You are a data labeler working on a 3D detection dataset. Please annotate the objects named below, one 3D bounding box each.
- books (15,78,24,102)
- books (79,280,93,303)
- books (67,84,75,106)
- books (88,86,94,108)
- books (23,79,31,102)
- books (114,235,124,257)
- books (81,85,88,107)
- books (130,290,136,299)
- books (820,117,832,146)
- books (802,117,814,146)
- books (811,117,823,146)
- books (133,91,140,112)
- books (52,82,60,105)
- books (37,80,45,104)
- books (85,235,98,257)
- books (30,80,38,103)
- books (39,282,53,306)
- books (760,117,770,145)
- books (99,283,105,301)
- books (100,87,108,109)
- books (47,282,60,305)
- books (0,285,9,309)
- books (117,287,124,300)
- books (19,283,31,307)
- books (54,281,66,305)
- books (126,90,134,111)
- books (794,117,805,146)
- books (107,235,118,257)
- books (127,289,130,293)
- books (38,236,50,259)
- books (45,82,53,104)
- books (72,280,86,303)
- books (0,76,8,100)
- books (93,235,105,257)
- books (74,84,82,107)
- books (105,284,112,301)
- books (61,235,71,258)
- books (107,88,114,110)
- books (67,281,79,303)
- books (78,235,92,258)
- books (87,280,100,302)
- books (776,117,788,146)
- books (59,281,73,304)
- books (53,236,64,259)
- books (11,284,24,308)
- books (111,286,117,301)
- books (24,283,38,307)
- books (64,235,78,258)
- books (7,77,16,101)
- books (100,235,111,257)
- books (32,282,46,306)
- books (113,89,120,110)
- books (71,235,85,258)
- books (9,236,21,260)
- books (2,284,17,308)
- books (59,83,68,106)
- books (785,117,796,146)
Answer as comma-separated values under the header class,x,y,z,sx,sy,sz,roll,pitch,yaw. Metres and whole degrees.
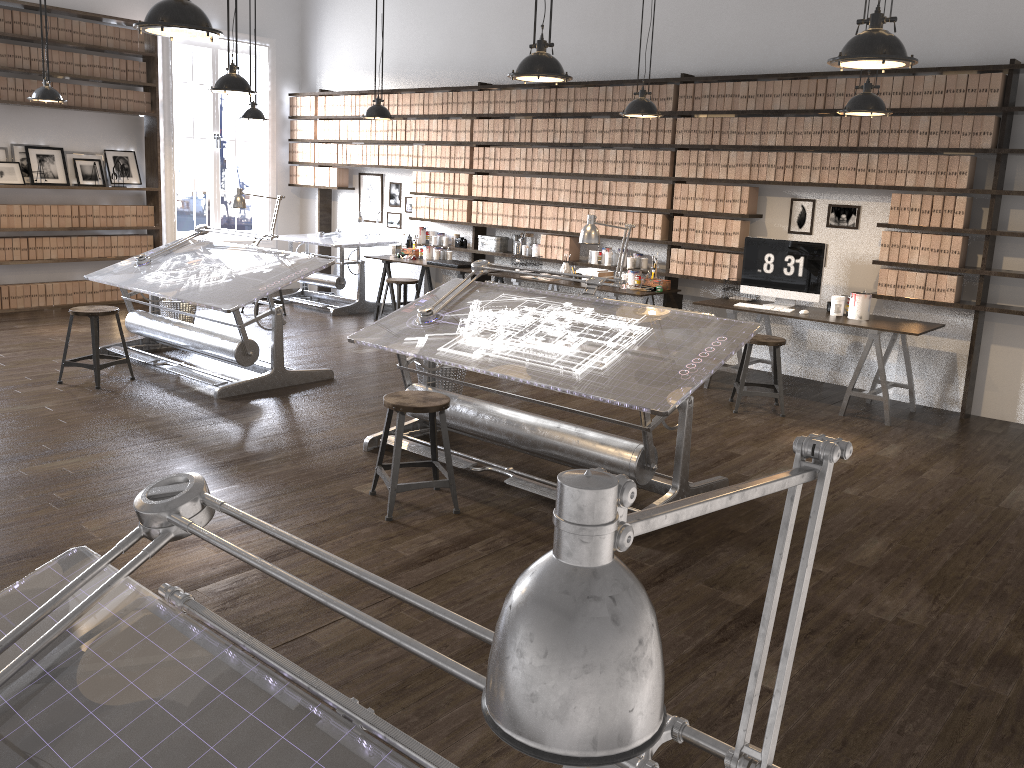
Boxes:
class,x,y,z,sx,sy,sz,roll,pitch,yaw
books,-4.881,-2.889,8.716,0.175,0.223,0.067,12,14,39
books,-4.586,-0.999,9.532,0.175,0.224,0.067,12,14,39
books,-4.567,-2.962,9.091,0.175,0.223,0.067,12,14,39
books,-4.433,-2.992,9.245,0.175,0.223,0.067,12,14,39
books,-4.834,-2.900,8.770,0.175,0.224,0.067,12,14,39
books,-4.334,-1.520,9.718,0.175,0.223,0.067,12,14,39
books,-4.473,-2.981,9.192,0.175,0.224,0.067,12,14,39
books,-4.278,-1.070,9.900,0.175,0.223,0.067,12,14,39
books,2.428,-1.918,6.756,0.067,0.224,0.175,11,14,39
books,2.320,-1.945,6.850,0.067,0.223,0.175,11,14,39
books,2.373,-1.931,6.802,0.067,0.223,0.175,11,14,39
books,-4.116,-3.062,9.607,0.175,0.224,0.067,12,14,39
books,-4.659,-2.942,8.984,0.175,0.223,0.067,12,14,39
books,-4.756,-2.920,8.872,0.175,0.223,0.067,12,14,39
books,-4.517,-1.479,9.504,0.175,0.223,0.067,12,14,39
books,-4.796,-2.910,8.821,0.175,0.223,0.067,12,14,39
books,-4.853,-0.939,9.221,0.175,0.224,0.067,12,14,39
books,2.058,-2.008,7.069,0.067,0.223,0.175,11,14,39
books,-4.501,-1.019,9.637,0.175,0.223,0.067,12,14,39
books,-4.343,-3.011,9.345,0.175,0.224,0.067,12,14,39
books,-4.808,-0.949,9.277,0.175,0.223,0.067,12,14,39
books,-5.126,-0.877,8.903,0.175,0.224,0.067,12,14,39
books,-4.369,-1.049,9.792,0.175,0.223,0.067,12,14,39
books,-4.994,-0.906,9.055,0.175,0.224,0.067,12,14,39
books,-4.768,-0.959,9.326,0.175,0.223,0.067,12,14,39
books,-4.159,-3.052,9.557,0.175,0.223,0.067,12,14,39
books,2.269,-1.958,6.897,0.067,0.223,0.175,11,14,39
books,-4.379,-1.509,9.662,0.175,0.224,0.067,12,14,39
books,-4.320,-1.059,9.843,0.175,0.223,0.067,12,14,39
books,-4.834,-1.406,9.129,0.175,0.223,0.067,12,14,39
books,-4.703,-2.930,8.924,0.175,0.224,0.067,12,14,39
books,-4.635,-0.989,9.482,0.175,0.223,0.067,12,14,39
books,-4.978,-2.870,8.613,0.175,0.223,0.067,12,14,39
books,-4.475,-1.490,9.560,0.175,0.223,0.067,12,14,39
books,-4.521,-2.973,9.145,0.175,0.223,0.067,12,14,39
books,-4.454,-1.028,9.684,0.175,0.224,0.067,12,14,39
books,-4.701,-1.438,9.292,0.175,0.223,0.067,12,14,39
books,-4.300,-3.022,9.401,0.175,0.223,0.067,12,14,39
books,-4.681,-0.979,9.430,0.175,0.223,0.067,12,14,39
books,-4.561,-1.468,9.448,0.175,0.223,0.067,12,14,39
books,-4.541,-1.009,9.588,0.175,0.223,0.067,12,14,39
books,2.159,-1.983,6.981,0.067,0.224,0.175,11,14,39
books,-4.721,-0.968,9.373,0.175,0.224,0.067,12,14,39
books,-4.748,-1.428,9.241,0.175,0.223,0.067,12,14,39
books,-5.038,-0.898,9.010,0.175,0.223,0.067,12,14,39
books,-4.415,-1.039,9.739,0.175,0.223,0.067,12,14,39
books,-4.947,-0.917,9.110,0.175,0.223,0.067,12,14,39
books,-4.652,-1.449,9.348,0.175,0.223,0.067,12,14,39
books,-4.930,-2.879,8.663,0.175,0.223,0.067,12,14,39
books,-4.428,-1.500,9.611,0.175,0.223,0.067,12,14,39
books,-4.903,-0.928,9.166,0.175,0.223,0.067,12,14,39
books,-4.256,-3.033,9.455,0.175,0.223,0.067,12,14,39
books,-4.608,-1.457,9.393,0.175,0.224,0.067,12,14,39
books,-5.021,-1.365,8.915,0.175,0.223,0.067,12,14,39
books,-5.082,-0.889,8.962,0.175,0.223,0.067,12,14,39
books,-4.609,-2.951,9.035,0.175,0.223,0.067,12,14,39
books,2.215,-1.970,6.940,0.067,0.223,0.175,11,14,39
